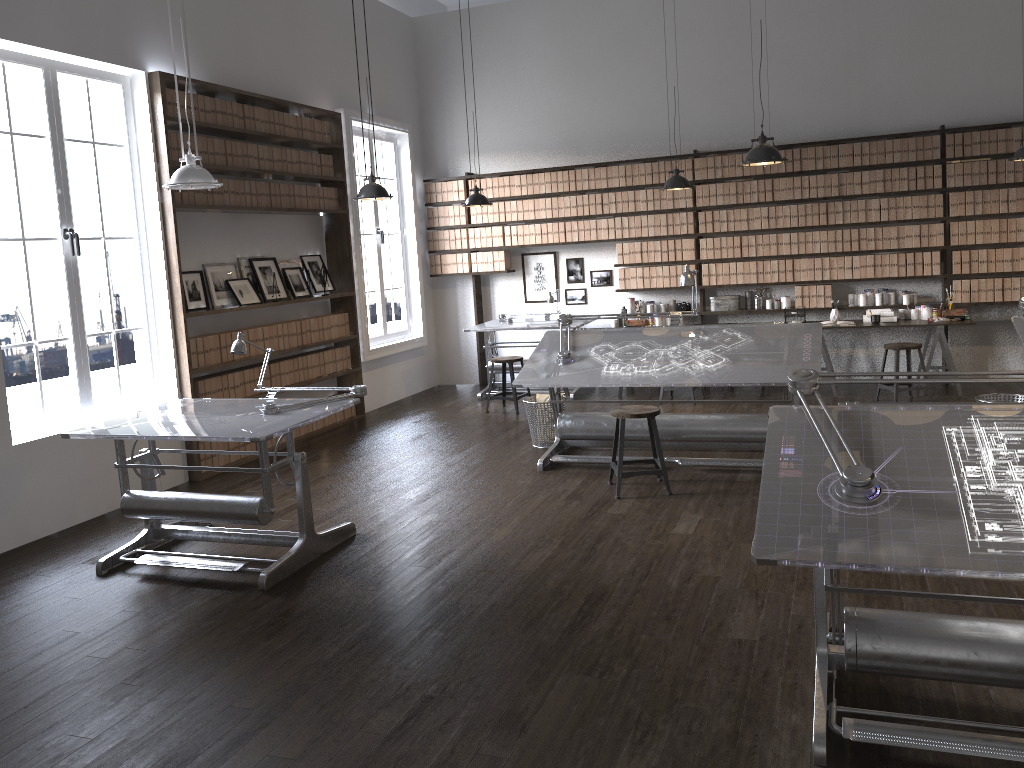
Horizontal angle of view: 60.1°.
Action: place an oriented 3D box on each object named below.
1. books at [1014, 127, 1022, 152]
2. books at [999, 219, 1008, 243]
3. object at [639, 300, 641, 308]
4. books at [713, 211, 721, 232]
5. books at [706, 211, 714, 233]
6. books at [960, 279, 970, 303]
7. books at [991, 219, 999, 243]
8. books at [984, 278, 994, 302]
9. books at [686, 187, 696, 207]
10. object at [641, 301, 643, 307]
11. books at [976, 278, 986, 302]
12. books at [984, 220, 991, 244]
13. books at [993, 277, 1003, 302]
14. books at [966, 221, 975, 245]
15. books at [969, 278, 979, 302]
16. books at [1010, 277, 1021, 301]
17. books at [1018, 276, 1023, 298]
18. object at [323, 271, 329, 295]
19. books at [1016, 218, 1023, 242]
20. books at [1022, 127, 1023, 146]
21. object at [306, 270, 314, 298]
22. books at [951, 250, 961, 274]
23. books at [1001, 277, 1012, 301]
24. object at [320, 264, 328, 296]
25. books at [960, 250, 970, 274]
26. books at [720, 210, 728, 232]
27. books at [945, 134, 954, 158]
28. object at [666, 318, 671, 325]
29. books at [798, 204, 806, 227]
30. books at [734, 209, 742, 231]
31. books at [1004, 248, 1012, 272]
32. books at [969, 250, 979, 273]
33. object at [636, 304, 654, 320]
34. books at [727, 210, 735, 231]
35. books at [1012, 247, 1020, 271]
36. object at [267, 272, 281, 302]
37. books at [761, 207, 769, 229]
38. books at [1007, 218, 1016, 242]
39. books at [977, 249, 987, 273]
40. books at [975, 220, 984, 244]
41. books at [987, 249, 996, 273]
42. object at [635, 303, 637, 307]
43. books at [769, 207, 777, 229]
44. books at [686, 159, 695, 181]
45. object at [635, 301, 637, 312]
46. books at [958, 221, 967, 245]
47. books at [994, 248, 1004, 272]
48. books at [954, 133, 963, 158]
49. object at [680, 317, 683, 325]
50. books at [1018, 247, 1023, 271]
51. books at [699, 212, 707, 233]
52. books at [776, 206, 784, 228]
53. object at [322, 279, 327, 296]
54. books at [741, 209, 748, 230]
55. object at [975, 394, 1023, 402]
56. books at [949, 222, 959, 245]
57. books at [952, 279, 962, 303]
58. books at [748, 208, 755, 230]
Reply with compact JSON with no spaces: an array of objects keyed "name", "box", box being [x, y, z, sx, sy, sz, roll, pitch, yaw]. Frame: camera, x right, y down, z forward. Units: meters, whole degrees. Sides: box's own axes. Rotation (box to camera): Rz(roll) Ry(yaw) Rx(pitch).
[{"name":"books","box":[4.671,-2.253,8.205,0.066,0.224,0.175,-1,7,21]},{"name":"books","box":[4.609,-1.440,8.332,0.066,0.224,0.175,-1,7,21]},{"name":"object","box":[1.347,-0.782,9.345,0.007,0.213,0.055,-7,7,-34]},{"name":"books","box":[2.144,-1.689,9.225,0.066,0.224,0.175,-1,7,21]},{"name":"books","box":[2.072,-1.688,9.246,0.067,0.224,0.175,-1,7,21]},{"name":"books","box":[4.344,-0.891,8.492,0.066,0.224,0.175,-1,7,21]},{"name":"books","box":[4.544,-1.438,8.350,0.067,0.224,0.175,-1,7,21]},{"name":"books","box":[4.534,-0.893,8.427,0.066,0.224,0.175,-1,7,21]},{"name":"books","box":[1.877,-1.958,9.286,0.067,0.224,0.175,-1,7,21]},{"name":"object","box":[1.356,-0.779,9.357,0.055,0.192,0.006,-2,6,20]},{"name":"books","box":[4.472,-0.892,8.448,0.066,0.224,0.175,-1,7,21]},{"name":"books","box":[4.483,-1.438,8.378,0.066,0.224,0.175,-1,7,21]},{"name":"books","box":[4.602,-0.893,8.396,0.067,0.224,0.175,-1,7,21]},{"name":"books","box":[4.355,-1.437,8.422,0.067,0.224,0.175,-1,7,21]},{"name":"books","box":[4.411,-0.891,8.466,0.067,0.224,0.175,-1,7,21]},{"name":"books","box":[4.739,-0.894,8.346,0.066,0.224,0.175,-1,7,21]},{"name":"books","box":[4.806,-0.895,8.325,0.066,0.224,0.175,-1,7,21]},{"name":"object","box":[-1.786,-0.976,8.469,0.040,0.260,0.111,-2,6,21]},{"name":"books","box":[4.740,-1.440,8.278,0.066,0.224,0.175,-1,7,21]},{"name":"books","box":[4.738,-2.254,8.178,0.067,0.224,0.175,-1,7,21]},{"name":"object","box":[-1.863,-0.923,8.157,0.040,0.259,0.124,-2,7,21]},{"name":"books","box":[4.259,-1.165,8.497,0.066,0.224,0.175,-1,7,21]},{"name":"books","box":[4.674,-0.894,8.375,0.066,0.224,0.175,-1,7,21]},{"name":"object","box":[-1.785,-0.986,8.393,0.040,0.302,0.119,-2,6,21]},{"name":"books","box":[4.327,-1.165,8.466,0.067,0.224,0.175,-1,7,21]},{"name":"books","box":[2.209,-1.689,9.196,0.066,0.224,0.175,-1,7,21]},{"name":"books","box":[4.149,-2.250,8.405,0.066,0.224,0.175,-1,7,21]},{"name":"object","box":[1.646,-0.646,9.273,0.062,0.094,0.062,-7,7,-29]},{"name":"books","box":[2.925,-1.694,8.924,0.067,0.224,0.175,-1,7,21]},{"name":"books","box":[2.343,-1.690,9.150,0.066,0.224,0.175,-1,7,21]},{"name":"books","box":[4.659,-1.167,8.340,0.067,0.224,0.175,-1,7,21]},{"name":"books","box":[4.399,-1.166,8.445,0.066,0.224,0.175,-1,7,21]},{"name":"object","box":[1.439,-0.769,9.461,0.077,0.145,0.346,2,10,43]},{"name":"books","box":[2.277,-1.690,9.175,0.066,0.224,0.175,-1,7,21]},{"name":"books","box":[4.723,-1.168,8.321,0.066,0.224,0.175,-1,7,21]},{"name":"object","box":[-2.052,-0.830,7.614,0.040,0.259,0.175,-2,7,21]},{"name":"books","box":[2.594,-1.692,9.050,0.067,0.224,0.175,-1,7,21]},{"name":"books","box":[4.675,-1.440,8.307,0.066,0.224,0.175,-1,7,21]},{"name":"books","box":[4.464,-1.166,8.415,0.066,0.224,0.175,-1,7,21]},{"name":"books","box":[4.424,-1.438,8.398,0.066,0.224,0.175,-1,7,21]},{"name":"books","box":[4.531,-1.167,8.394,0.066,0.224,0.175,-1,7,21]},{"name":"object","box":[1.337,-0.772,9.361,0.071,0.185,0.008,-1,6,22]},{"name":"books","box":[2.661,-1.693,9.029,0.066,0.224,0.175,-1,7,21]},{"name":"books","box":[1.865,-2.232,9.255,0.066,0.224,0.175,-1,7,21]},{"name":"object","box":[1.339,-0.839,9.660,0.050,0.139,0.051,-2,6,18]},{"name":"books","box":[4.291,-1.437,8.450,0.066,0.224,0.175,-1,7,21]},{"name":"books","box":[4.598,-1.168,8.369,0.066,0.224,0.175,-1,7,21]},{"name":"books","box":[4.216,-2.250,8.374,0.067,0.224,0.175,-1,7,21]},{"name":"object","box":[1.773,-0.662,9.322,0.062,0.094,0.062,-6,7,-20]},{"name":"books","box":[4.781,-1.168,8.297,0.066,0.224,0.175,-1,7,21]},{"name":"books","box":[2.005,-1.688,9.277,0.066,0.224,0.175,-1,7,21]},{"name":"books","box":[2.727,-1.694,9.007,0.066,0.224,0.175,-1,7,21]},{"name":"object","box":[-1.768,-0.908,8.331,0.040,0.165,0.067,-1,6,21]},{"name":"books","box":[2.405,-1.690,9.120,0.067,0.224,0.175,-1,7,21]},{"name":"object","box":[3.300,0.280,5.929,0.353,0.376,0.355,3,9,42]},{"name":"books","box":[4.226,-1.437,8.477,0.066,0.224,0.175,-1,7,21]},{"name":"books","box":[4.277,-0.891,8.520,0.066,0.224,0.175,-1,7,21]},{"name":"books","box":[2.469,-1.691,9.101,0.066,0.224,0.175,-1,7,21]}]
